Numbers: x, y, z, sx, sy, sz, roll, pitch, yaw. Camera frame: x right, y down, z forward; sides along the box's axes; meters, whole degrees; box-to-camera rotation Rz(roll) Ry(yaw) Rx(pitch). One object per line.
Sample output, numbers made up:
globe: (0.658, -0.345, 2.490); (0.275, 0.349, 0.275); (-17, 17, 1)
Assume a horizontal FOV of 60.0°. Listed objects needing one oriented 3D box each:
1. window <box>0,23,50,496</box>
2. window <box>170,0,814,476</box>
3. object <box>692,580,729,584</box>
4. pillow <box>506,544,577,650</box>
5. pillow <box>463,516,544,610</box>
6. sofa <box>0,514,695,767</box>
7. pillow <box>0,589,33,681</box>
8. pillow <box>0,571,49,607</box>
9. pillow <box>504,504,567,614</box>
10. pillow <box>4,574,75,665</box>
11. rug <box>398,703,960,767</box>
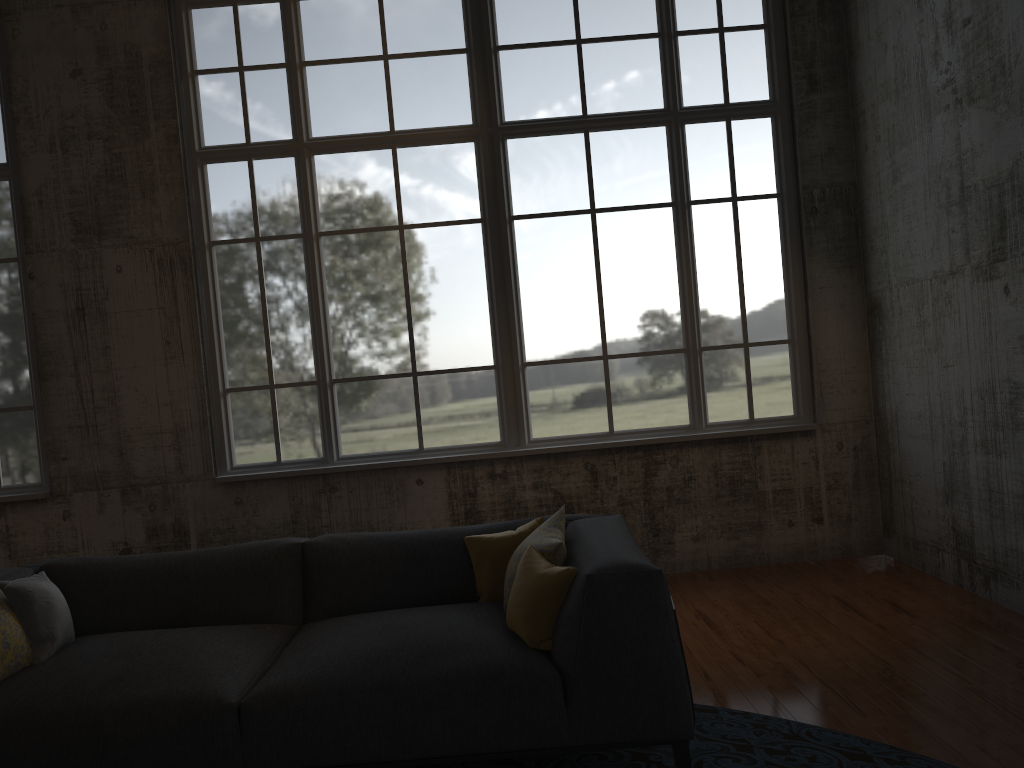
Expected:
window: (-5.249, -0.749, 6.144); (3.851, 3.439, 0.050); (-5, 2, -1)
window: (-0.106, -1.201, 6.238); (4.282, 3.439, 0.050); (-5, 2, -1)
object: (-7.649, 1.818, 1.416); (20.829, 0.658, 8.763); (-5, 0, -1)
pillow: (0.076, 0.755, 3.136); (0.168, 0.319, 0.435); (-6, 1, -27)
pillow: (-0.023, 0.762, 3.693); (0.405, 0.372, 0.228); (-5, 1, 8)
sofa: (-0.882, 1.108, 3.521); (3.003, 0.862, 1.361); (-5, 1, 1)
pillow: (-1.912, 0.911, 3.180); (0.260, 0.446, 0.536); (-5, 1, 6)
pillow: (-1.912, 0.914, 3.561); (0.168, 0.319, 0.434); (-5, 1, -2)
pillow: (0.098, 0.733, 3.464); (0.260, 0.446, 0.536); (-5, 1, 6)
pillow: (-1.796, 0.884, 3.399); (0.171, 0.315, 0.364); (-5, 1, -11)
rug: (-0.537, 1.505, 1.810); (4.837, 0.009, 4.851); (-5, 0, -45)
